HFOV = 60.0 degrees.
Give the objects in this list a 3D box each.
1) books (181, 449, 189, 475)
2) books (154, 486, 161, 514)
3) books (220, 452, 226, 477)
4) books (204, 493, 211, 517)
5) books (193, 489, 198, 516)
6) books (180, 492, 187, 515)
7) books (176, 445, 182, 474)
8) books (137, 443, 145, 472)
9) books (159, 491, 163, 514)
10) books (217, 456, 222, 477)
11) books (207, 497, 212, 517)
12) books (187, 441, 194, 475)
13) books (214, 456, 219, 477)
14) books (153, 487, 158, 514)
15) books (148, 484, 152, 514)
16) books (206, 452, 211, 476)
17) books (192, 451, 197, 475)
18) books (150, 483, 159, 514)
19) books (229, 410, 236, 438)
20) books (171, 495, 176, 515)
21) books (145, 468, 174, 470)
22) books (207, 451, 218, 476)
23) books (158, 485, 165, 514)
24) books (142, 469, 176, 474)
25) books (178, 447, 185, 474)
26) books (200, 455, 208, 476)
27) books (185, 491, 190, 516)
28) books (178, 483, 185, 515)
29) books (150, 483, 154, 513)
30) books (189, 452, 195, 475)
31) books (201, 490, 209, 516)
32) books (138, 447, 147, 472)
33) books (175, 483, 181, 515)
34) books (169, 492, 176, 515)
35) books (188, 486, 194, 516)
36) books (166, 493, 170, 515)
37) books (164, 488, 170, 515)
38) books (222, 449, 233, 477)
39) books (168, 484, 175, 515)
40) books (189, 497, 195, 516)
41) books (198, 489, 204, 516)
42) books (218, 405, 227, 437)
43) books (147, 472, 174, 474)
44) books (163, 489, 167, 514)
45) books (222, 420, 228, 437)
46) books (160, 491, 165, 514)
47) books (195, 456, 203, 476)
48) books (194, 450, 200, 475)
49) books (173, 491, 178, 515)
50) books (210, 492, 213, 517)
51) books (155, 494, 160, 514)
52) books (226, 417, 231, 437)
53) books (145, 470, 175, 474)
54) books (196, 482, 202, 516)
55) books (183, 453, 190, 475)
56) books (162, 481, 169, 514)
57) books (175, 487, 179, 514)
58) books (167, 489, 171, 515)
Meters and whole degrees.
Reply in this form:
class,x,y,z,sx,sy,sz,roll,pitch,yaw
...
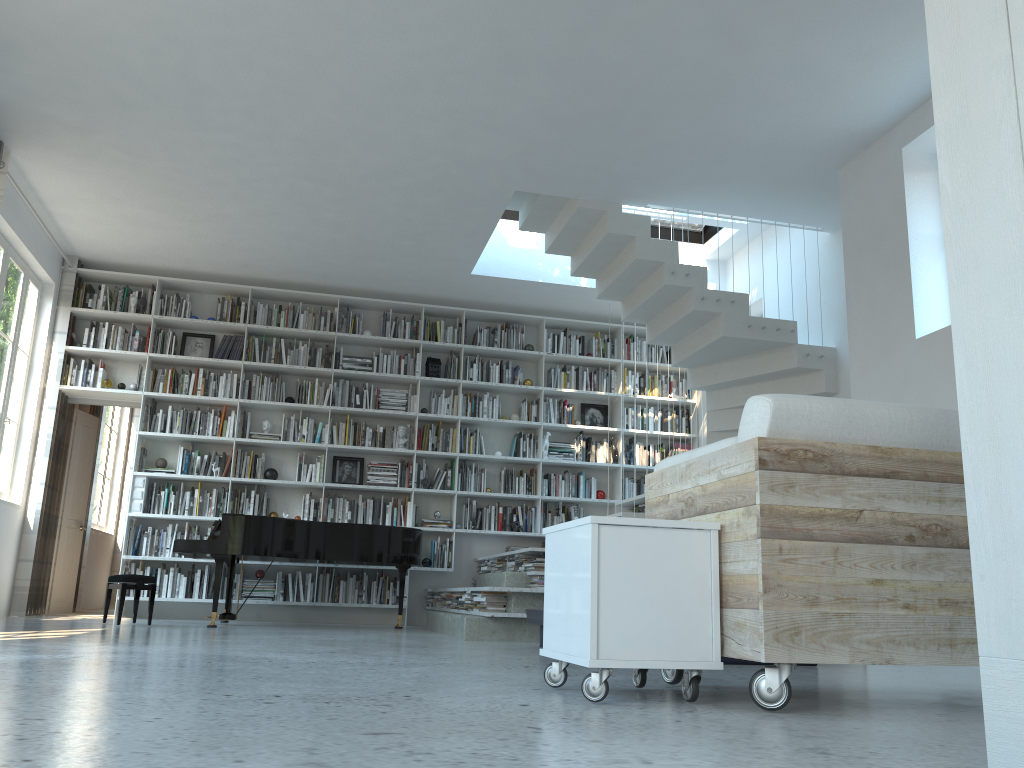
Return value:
class,x,y,z,sx,sy,sz,roll,pitch,yaw
books,-3.046,0.742,8.248,0.031,0.255,0.143,5,-14,-12
books,-3.239,1.074,8.112,0.007,0.263,0.177,5,-14,-12
books,-2.708,0.772,8.319,0.021,0.250,0.154,5,-14,-12
books,-2.819,1.131,8.216,0.025,0.228,0.153,5,-14,-12
books,-2.914,1.108,8.189,0.026,0.253,0.177,5,-14,-12
books,-3.021,1.115,8.179,0.045,0.229,0.138,5,-14,-12
books,-3.088,0.722,8.236,0.012,0.284,0.160,5,-14,-12
books,-3.422,0.696,8.173,0.012,0.284,0.160,5,-14,-12
books,-3.206,1.101,8.125,0.015,0.217,0.177,5,-14,-12
books,-2.732,0.790,8.306,0.027,0.209,0.144,5,-14,-12
books,-2.796,1.150,8.220,0.023,0.193,0.140,5,-14,-12
books,-2.997,0.708,8.272,0.011,0.335,0.153,5,-13,-12
books,-2.758,0.786,8.291,0.030,0.207,0.172,5,-14,-12
books,-3.258,1.080,8.126,0.022,0.256,0.142,5,-14,-12
books,-3.302,1.063,8.120,0.008,0.284,0.160,5,-14,-12
books,-2.842,0.767,8.297,0.013,0.241,0.141,5,-14,-12
books,-2.952,0.754,8.272,0.022,0.248,0.129,5,-14,-12
books,-3.273,1.059,8.119,0.014,0.293,0.172,5,-14,-12
books,-2.656,0.404,8.422,0.027,0.285,0.148,5,-14,-12
books,-3.098,1.121,8.127,0.016,0.188,0.184,5,-14,-12
books,-3.245,0.796,8.190,0.254,0.012,0.161,5,-14,-11
books,-2.802,0.761,8.293,0.060,0.254,0.159,5,-14,-12
books,-3.214,1.069,8.123,0.008,0.279,0.164,5,-14,-12
books,-3.243,0.806,8.181,0.285,0.012,0.160,4,-14,-9
books,-3.071,0.729,8.237,0.024,0.272,0.150,5,-14,-12
books,-2.876,0.778,8.287,0.056,0.213,0.143,5,-14,-12
books,-2.982,1.114,8.171,0.027,0.229,0.159,5,-14,-12
books,-3.043,1.071,8.164,0.012,0.305,0.190,5,-14,-12
books,-3.290,1.061,8.122,0.016,0.289,0.153,5,-14,-12
books,-2.980,0.762,8.271,0.030,0.231,0.148,5,-14,-12
books,-2.841,1.116,8.198,0.028,0.248,0.159,5,-14,-12
books,-3.400,0.716,8.163,0.028,0.242,0.157,5,-14,-12
books,-3.055,1.070,8.149,0.019,0.299,0.180,5,-14,-12
books,-3.114,1.106,8.131,0.015,0.218,0.190,5,-14,-12
books,-2.961,1.090,8.180,0.014,0.281,0.150,5,-14,-12
books,-3.151,1.113,8.148,0.016,0.210,0.146,5,-14,-12
books,-3.155,1.088,8.119,0.009,0.244,0.185,5,-14,-12
books,-2.649,0.756,8.296,0.082,0.275,0.229,5,-14,-12
books,-3.123,1.071,8.131,0.007,0.285,0.182,5,-14,-12
books,-2.939,1.139,8.165,0.029,0.181,0.190,5,-14,-12
books,-2.867,1.106,8.189,0.028,0.260,0.181,5,-14,-12
books,-2.743,0.375,8.399,0.035,0.325,0.170,5,-14,-12
books,-3.246,0.832,8.182,0.254,0.012,0.161,5,-14,-11
books,-3.169,1.091,8.130,0.014,0.242,0.171,5,-14,-12
books,-2.714,0.447,8.393,0.030,0.183,0.152,5,-14,-12
books,-3.188,1.101,8.116,0.015,0.216,0.180,5,-14,-12
books,-2.910,0.779,8.244,0.029,0.189,0.189,5,-14,-12
books,-2.932,0.750,8.258,0.011,0.250,0.172,5,-14,-12
books,-3.090,1.109,8.168,0.016,0.230,0.136,5,-14,-12
books,-2.778,1.125,8.225,0.010,0.245,0.160,5,-14,-12
books,-3.224,1.107,8.091,0.019,0.189,0.193,5,-14,-12
books,-2.685,0.431,8.404,0.031,0.223,0.145,5,-14,-12
books,-3.244,0.819,8.181,0.254,0.012,0.161,6,-14,-15
books,-2.892,1.076,8.199,0.021,0.322,0.172,5,-14,-12
books,-3.010,0.761,8.222,0.029,0.207,0.190,5,-14,-12
books,-3.179,1.056,8.138,0.006,0.314,0.146,5,-13,-12
books,-3.077,1.078,8.180,0.009,0.298,0.141,5,-13,-12
books,-3.136,1.079,8.150,0.009,0.277,0.158,5,-14,-12
